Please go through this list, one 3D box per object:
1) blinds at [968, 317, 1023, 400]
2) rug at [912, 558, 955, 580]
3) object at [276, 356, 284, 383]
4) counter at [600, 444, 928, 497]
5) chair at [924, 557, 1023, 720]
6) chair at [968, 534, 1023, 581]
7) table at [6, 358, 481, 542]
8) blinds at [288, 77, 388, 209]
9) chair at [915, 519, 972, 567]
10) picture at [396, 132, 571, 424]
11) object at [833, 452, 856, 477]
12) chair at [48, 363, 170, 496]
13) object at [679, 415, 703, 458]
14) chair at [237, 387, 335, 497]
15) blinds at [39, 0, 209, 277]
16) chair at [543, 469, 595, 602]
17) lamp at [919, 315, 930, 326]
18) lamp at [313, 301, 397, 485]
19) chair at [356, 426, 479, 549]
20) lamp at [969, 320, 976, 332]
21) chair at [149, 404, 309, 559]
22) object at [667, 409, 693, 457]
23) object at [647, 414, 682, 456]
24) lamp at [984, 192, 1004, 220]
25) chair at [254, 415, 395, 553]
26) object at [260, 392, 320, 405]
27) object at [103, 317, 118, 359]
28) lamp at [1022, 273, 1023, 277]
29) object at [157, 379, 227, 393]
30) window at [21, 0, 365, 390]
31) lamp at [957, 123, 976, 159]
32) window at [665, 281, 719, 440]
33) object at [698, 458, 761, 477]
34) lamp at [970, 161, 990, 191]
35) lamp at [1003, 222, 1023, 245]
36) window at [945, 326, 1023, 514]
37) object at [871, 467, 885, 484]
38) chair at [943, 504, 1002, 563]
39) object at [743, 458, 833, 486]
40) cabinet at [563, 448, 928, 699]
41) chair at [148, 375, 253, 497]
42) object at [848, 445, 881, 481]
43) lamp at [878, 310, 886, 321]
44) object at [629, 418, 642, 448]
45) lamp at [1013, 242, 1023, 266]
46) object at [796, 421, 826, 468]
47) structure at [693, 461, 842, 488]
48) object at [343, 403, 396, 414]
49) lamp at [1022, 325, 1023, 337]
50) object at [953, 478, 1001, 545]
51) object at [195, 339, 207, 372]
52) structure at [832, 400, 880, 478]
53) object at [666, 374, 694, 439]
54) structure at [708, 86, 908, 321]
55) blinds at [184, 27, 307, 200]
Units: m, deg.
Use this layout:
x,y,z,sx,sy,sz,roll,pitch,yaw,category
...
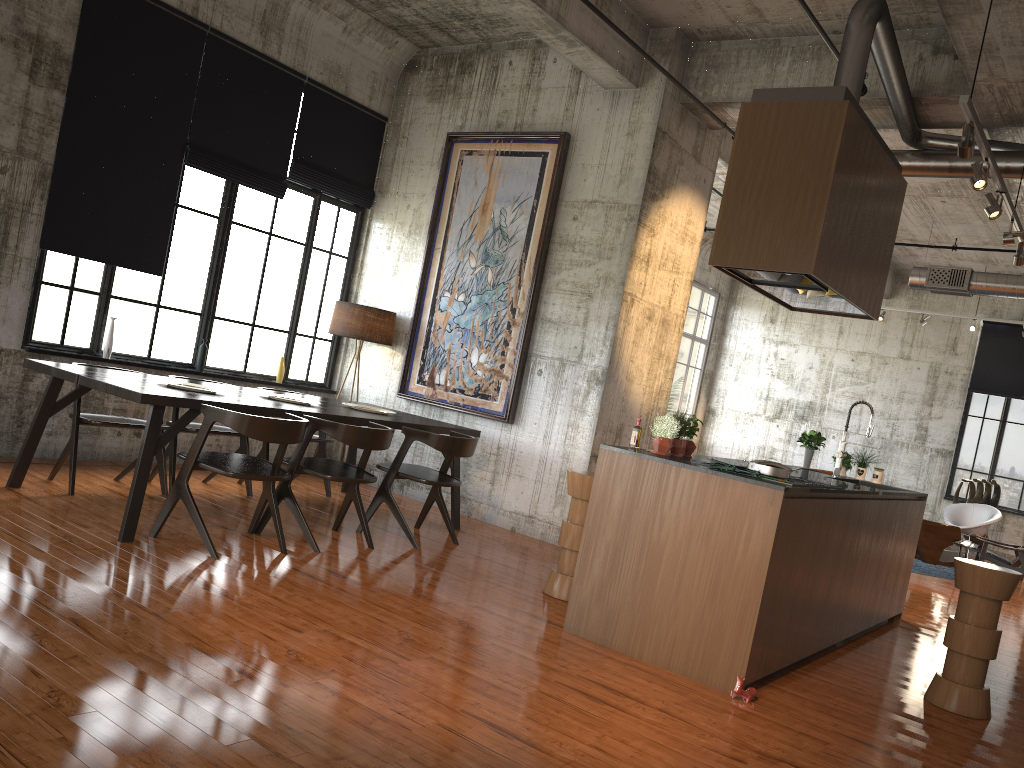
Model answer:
x,y,z,sx,sy,sz,roll,pitch,yaw,category
9.851,-0.367,16.254,2.435,1.465,0.151,12,2,36,blinds
5.697,2.658,14.912,4.850,0.009,4.838,11,0,-8,rug
-2.668,-0.167,10.249,0.073,0.319,0.074,11,2,-2,object
2.309,0.820,7.249,1.241,0.174,4.373,11,0,36,counter
3.057,1.676,5.885,0.410,0.964,0.409,10,2,-24,chair
7.705,2.657,13.842,1.040,0.794,0.876,12,1,25,chair
-2.105,0.629,7.798,1.633,1.007,3.711,12,1,36,table
-1.993,-2.778,10.357,0.052,1.143,1.299,13,2,36,blinds
5.948,2.313,12.519,0.872,0.794,1.046,12,1,36,chair
-0.365,-1.237,9.809,1.650,3.123,0.142,12,2,35,picture
3.385,0.809,9.049,0.232,0.258,0.236,11,1,-16,object
-3.362,0.388,7.459,0.767,0.994,0.880,12,2,35,chair
1.293,0.374,6.476,0.178,0.311,0.173,13,2,41,object
-2.270,0.598,9.029,0.767,0.994,0.880,12,2,35,chair
-3.599,-2.379,8.323,0.034,2.536,1.218,13,2,36,blinds
0.531,1.170,6.865,0.408,0.964,0.411,12,2,14,chair
7.744,-1.192,16.664,0.182,0.241,0.102,12,2,30,lamp
-1.890,0.118,10.329,0.754,2.058,0.749,10,2,-43,lamp
-0.793,0.897,7.912,0.767,0.994,0.880,12,2,32,chair
8.427,-1.053,16.195,0.101,0.211,0.261,12,1,31,lamp
-1.949,0.674,6.338,0.767,0.994,0.880,12,2,36,chair
1.164,0.321,6.273,0.186,0.368,0.196,11,2,-15,object
1.036,0.339,6.067,0.220,0.284,0.211,13,2,44,object
3.930,-1.442,7.231,0.102,0.251,0.164,10,2,-29,lamp
-1.433,0.773,7.073,0.767,0.994,0.880,12,2,35,chair
-1.946,0.135,7.768,0.528,0.025,0.525,11,0,-44,object
-3.871,-0.445,8.533,0.082,0.411,0.082,11,2,-4,object
5.394,-1.154,9.209,0.102,0.228,0.198,10,2,-44,lamp
-2.512,0.026,6.961,0.528,0.025,0.525,11,0,-44,object
-3.017,-1.777,9.433,0.050,3.439,3.821,13,2,36,window
3.025,-1.611,5.890,0.102,0.215,0.226,12,1,32,lamp
3.056,-0.579,18.042,0.050,3.438,4.293,13,2,36,window
1.355,0.515,5.537,0.392,0.068,0.184,11,0,-8,object
3.459,-1.533,6.555,0.102,0.251,0.165,11,2,-9,lamp
4.461,-1.336,7.897,0.260,0.211,0.102,12,2,30,lamp
9.735,0.756,16.435,2.571,3.439,0.051,12,2,35,window
3.636,0.910,8.807,0.107,0.158,0.107,11,2,-19,object
8.005,2.586,15.577,0.808,1.031,1.055,11,1,-15,chair
1.856,0.578,5.791,0.730,0.120,0.330,11,0,-19,object
2.200,1.371,7.270,1.241,1.245,4.371,12,1,36,cabinet
-2.846,0.488,8.194,0.767,0.994,0.880,12,2,36,chair
3.545,0.778,8.912,0.362,0.382,0.304,11,1,-20,object
7.146,-1.310,17.136,0.199,0.228,0.101,10,2,-44,lamp
0.886,0.348,6.290,0.055,0.209,0.056,13,2,36,object
4.927,-1.247,8.597,0.101,0.241,0.183,12,2,31,lamp
3.103,0.630,9.205,0.304,0.503,0.268,11,2,-12,object
1.768,0.620,6.059,0.676,0.019,1.099,11,0,36,structure
-1.379,0.244,8.574,0.528,0.025,0.525,11,0,-44,object
9.078,-0.925,15.658,0.165,0.251,0.101,10,2,-30,lamp
8.549,2.358,16.412,0.457,1.297,0.725,10,2,-43,object
-3.279,-0.300,9.379,0.080,0.352,0.080,10,2,-24,object
3.233,0.529,8.229,0.359,0.750,0.168,12,2,35,structure
1.509,0.798,11.181,1.516,2.065,1.882,10,2,-32,object
2.070,-1.157,6.018,0.661,1.127,1.633,12,1,36,structure
-2.757,-2.795,9.308,0.051,1.399,1.258,13,2,36,blinds
